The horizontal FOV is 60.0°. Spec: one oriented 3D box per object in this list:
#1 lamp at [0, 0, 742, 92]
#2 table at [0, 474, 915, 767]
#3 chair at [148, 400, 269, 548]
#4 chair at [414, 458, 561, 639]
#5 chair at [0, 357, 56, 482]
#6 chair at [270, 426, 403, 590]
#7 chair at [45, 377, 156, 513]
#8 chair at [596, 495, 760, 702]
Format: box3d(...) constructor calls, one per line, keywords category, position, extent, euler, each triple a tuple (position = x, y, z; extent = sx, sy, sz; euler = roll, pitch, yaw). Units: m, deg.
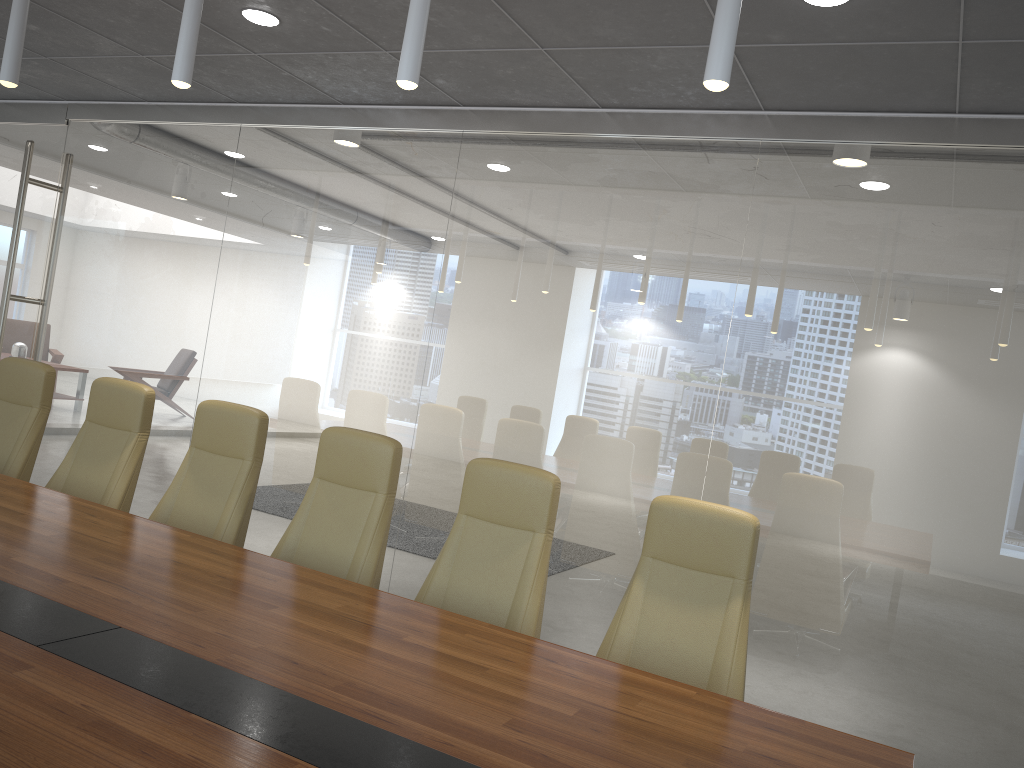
box3d(category="lamp", position=(-1.764, -2.382, 2.882), extent=(7.258, 2.378, 2.619), euler=(10, 1, 26))
box3d(category="table", position=(-2.307, 0.935, 2.916), extent=(6.500, 0.895, 2.300), euler=(10, 1, 26))
box3d(category="chair", position=(-1.703, 0.763, 4.091), extent=(0.711, 1.406, 0.955), euler=(10, 1, 26))
box3d(category="chair", position=(-0.289, 1.002, 3.391), extent=(0.711, 1.406, 0.955), euler=(10, 1, 26))
box3d(category="chair", position=(-3.125, 0.523, 4.794), extent=(0.711, 1.406, 0.955), euler=(10, 1, 26))
box3d(category="chair", position=(-0.995, 0.883, 3.740), extent=(0.711, 1.406, 0.955), euler=(10, 1, 26))
box3d(category="chair", position=(-2.408, 0.644, 4.439), extent=(0.711, 1.406, 0.955), euler=(10, 1, 26))
box3d(category="chair", position=(0.462, 1.129, 3.095), extent=(0.711, 1.406, 0.955), euler=(10, 1, 26))
